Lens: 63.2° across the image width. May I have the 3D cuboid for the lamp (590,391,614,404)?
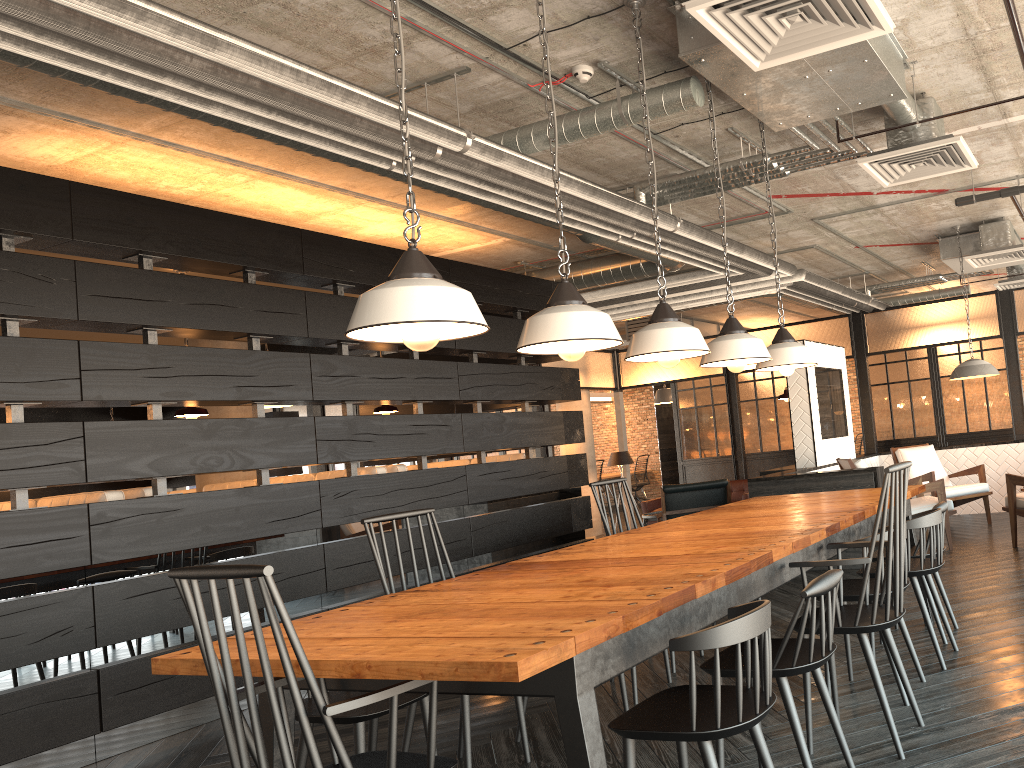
[{"bbox_3d":[1.052,-0.017,16.838,0.263,0.855,3.880,-7,-5,36],"label":"lamp"}]

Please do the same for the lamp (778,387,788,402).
[{"bbox_3d":[2.915,0.102,8.787,0.237,0.171,0.188,-5,-4,-4],"label":"lamp"}]

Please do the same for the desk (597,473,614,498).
[{"bbox_3d":[1.556,2.343,17.732,0.704,0.718,1.868,-8,-6,34],"label":"desk"}]

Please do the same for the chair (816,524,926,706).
[{"bbox_3d":[1.581,1.008,3.725,0.392,0.735,0.425,-7,-4,31],"label":"chair"}]

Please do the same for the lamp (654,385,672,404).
[{"bbox_3d":[2.698,-0.406,14.952,0.471,1.499,0.420,-5,-3,-7],"label":"lamp"}]

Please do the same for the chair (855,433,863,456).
[{"bbox_3d":[6.275,1.468,15.516,0.615,1.060,0.785,-7,-4,32],"label":"chair"}]

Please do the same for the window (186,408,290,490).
[{"bbox_3d":[-5.163,1.751,15.531,0.216,2.868,2.831,-7,-4,36],"label":"window"}]

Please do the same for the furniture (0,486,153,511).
[{"bbox_3d":[-2.661,1.277,4.681,1.659,1.257,1.211,-8,-5,29],"label":"furniture"}]

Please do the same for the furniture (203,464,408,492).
[{"bbox_3d":[-1.532,1.305,6.225,1.659,1.257,1.211,-8,-5,29],"label":"furniture"}]

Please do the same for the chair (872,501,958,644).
[{"bbox_3d":[2.215,1.031,4.611,0.409,0.724,0.424,-7,-4,31],"label":"chair"}]

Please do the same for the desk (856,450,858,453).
[{"bbox_3d":[5.937,1.689,15.649,0.704,0.718,1.868,-8,-6,34],"label":"desk"}]

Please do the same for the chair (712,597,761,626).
[{"bbox_3d":[1.271,1.160,4.998,0.392,0.735,0.425,-7,-4,31],"label":"chair"}]

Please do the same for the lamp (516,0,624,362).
[{"bbox_3d":[0.133,-0.938,2.903,0.336,1.733,0.396,-6,-3,21],"label":"lamp"}]

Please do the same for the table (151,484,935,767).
[{"bbox_3d":[0.844,1.042,3.567,1.046,0.789,4.262,-9,-6,35],"label":"table"}]

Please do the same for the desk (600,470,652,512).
[{"bbox_3d":[2.195,2.247,17.428,0.704,0.718,1.868,-8,-6,34],"label":"desk"}]

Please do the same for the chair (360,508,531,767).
[{"bbox_3d":[-0.230,1.002,3.239,0.431,1.030,0.519,-7,-4,32],"label":"chair"}]

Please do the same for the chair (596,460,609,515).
[{"bbox_3d":[1.416,1.998,15.768,0.615,1.060,0.785,-7,-4,32],"label":"chair"}]

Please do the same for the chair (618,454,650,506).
[{"bbox_3d":[2.533,2.026,17.295,0.615,1.060,0.785,-7,-4,32],"label":"chair"}]

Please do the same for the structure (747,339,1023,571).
[{"bbox_3d":[4.550,0.451,8.442,3.492,2.109,4.200,-9,-6,31],"label":"structure"}]

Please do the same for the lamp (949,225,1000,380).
[{"bbox_3d":[4.590,-0.835,8.414,0.436,1.541,0.584,-8,-4,39],"label":"lamp"}]

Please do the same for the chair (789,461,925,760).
[{"bbox_3d":[1.310,0.836,3.180,0.431,1.030,0.519,-7,-4,32],"label":"chair"}]

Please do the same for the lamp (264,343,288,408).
[{"bbox_3d":[-2.379,-0.533,8.010,0.380,1.499,0.510,-8,-4,39],"label":"lamp"}]

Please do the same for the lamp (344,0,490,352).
[{"bbox_3d":[-0.318,-0.950,2.286,0.406,1.733,0.327,-4,-3,-18],"label":"lamp"}]

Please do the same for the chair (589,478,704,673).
[{"bbox_3d":[0.772,1.027,4.609,0.431,1.030,0.519,-7,-4,32],"label":"chair"}]

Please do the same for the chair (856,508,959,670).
[{"bbox_3d":[1.969,1.009,4.171,0.392,0.735,0.425,-7,-4,31],"label":"chair"}]

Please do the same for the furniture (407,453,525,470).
[{"bbox_3d":[-0.641,1.327,7.443,1.662,1.257,0.668,-8,-4,27],"label":"furniture"}]

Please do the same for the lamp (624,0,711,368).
[{"bbox_3d":[0.583,-0.927,3.518,0.311,1.733,0.422,-8,-4,43],"label":"lamp"}]

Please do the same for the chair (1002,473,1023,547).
[{"bbox_3d":[4.781,0.911,7.129,0.816,0.904,0.824,-4,-4,-23],"label":"chair"}]

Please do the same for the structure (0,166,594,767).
[{"bbox_3d":[-3.602,0.768,6.185,5.383,2.734,6.217,-9,-6,31],"label":"structure"}]

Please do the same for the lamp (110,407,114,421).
[{"bbox_3d":[-4.037,0.188,8.384,0.217,1.048,0.170,-4,-3,-22],"label":"lamp"}]

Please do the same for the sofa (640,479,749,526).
[{"bbox_3d":[2.595,1.661,11.215,1.431,0.636,0.760,-8,-5,28],"label":"sofa"}]

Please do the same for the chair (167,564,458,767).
[{"bbox_3d":[-0.410,0.898,1.939,0.396,1.030,0.563,-8,-4,37],"label":"chair"}]

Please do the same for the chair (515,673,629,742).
[{"bbox_3d":[0.253,1.138,3.638,0.392,0.735,0.425,-7,-4,31],"label":"chair"}]

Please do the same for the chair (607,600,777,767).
[{"bbox_3d":[0.518,0.980,2.263,0.392,0.735,0.425,-7,-4,31],"label":"chair"}]

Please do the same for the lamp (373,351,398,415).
[{"bbox_3d":[-1.096,-0.250,6.985,0.175,1.048,0.213,-6,-3,24],"label":"lamp"}]

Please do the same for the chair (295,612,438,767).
[{"bbox_3d":[-0.495,1.131,2.745,0.392,0.735,0.425,-7,-4,31],"label":"chair"}]

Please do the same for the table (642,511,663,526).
[{"bbox_3d":[1.988,1.773,10.342,0.637,0.371,0.793,-8,-5,27],"label":"table"}]

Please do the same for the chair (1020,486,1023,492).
[{"bbox_3d":[5.885,0.941,8.670,1.013,0.905,0.670,-5,-4,-11],"label":"chair"}]

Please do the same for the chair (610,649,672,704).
[{"bbox_3d":[0.526,1.161,4.126,0.409,0.724,0.424,-7,-4,31],"label":"chair"}]

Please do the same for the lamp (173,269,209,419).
[{"bbox_3d":[-2.161,-0.277,5.529,0.166,1.048,0.222,-8,-4,39],"label":"lamp"}]

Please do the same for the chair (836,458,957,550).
[{"bbox_3d":[3.567,1.096,7.749,0.964,0.905,0.707,-5,-4,-1],"label":"chair"}]

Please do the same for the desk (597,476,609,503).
[{"bbox_3d":[1.092,2.220,15.919,0.704,0.718,1.868,-8,-6,34],"label":"desk"}]

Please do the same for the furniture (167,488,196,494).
[{"bbox_3d":[-3.529,1.759,8.823,1.670,1.257,0.655,-8,-4,27],"label":"furniture"}]

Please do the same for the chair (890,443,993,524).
[{"bbox_3d":[4.679,1.111,9.133,0.803,0.904,0.840,-4,-4,-18],"label":"chair"}]

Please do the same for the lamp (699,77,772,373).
[{"bbox_3d":[1.033,-0.916,4.133,0.423,1.733,0.310,-3,-4,-40],"label":"lamp"}]

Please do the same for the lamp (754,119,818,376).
[{"bbox_3d":[1.482,-0.905,4.748,0.423,1.733,0.310,-3,-4,-40],"label":"lamp"}]

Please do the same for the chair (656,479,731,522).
[{"bbox_3d":[1.965,1.437,9.001,0.781,0.793,0.987,-5,-4,-1],"label":"chair"}]

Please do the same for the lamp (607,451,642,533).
[{"bbox_3d":[1.784,1.527,11.799,0.905,1.176,0.510,-4,-3,-12],"label":"lamp"}]

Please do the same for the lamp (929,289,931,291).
[{"bbox_3d":[7.348,-0.956,13.844,0.263,0.855,3.880,-7,-5,36],"label":"lamp"}]

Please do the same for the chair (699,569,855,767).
[{"bbox_3d":[0.878,0.994,2.740,0.409,0.724,0.424,-7,-4,31],"label":"chair"}]
